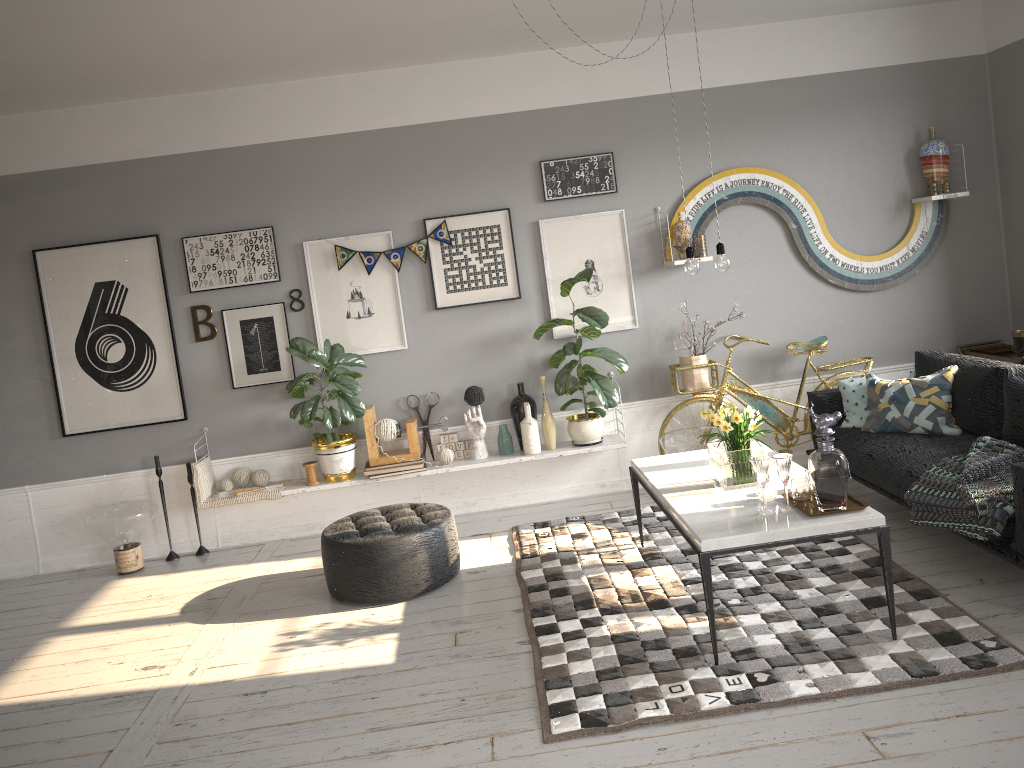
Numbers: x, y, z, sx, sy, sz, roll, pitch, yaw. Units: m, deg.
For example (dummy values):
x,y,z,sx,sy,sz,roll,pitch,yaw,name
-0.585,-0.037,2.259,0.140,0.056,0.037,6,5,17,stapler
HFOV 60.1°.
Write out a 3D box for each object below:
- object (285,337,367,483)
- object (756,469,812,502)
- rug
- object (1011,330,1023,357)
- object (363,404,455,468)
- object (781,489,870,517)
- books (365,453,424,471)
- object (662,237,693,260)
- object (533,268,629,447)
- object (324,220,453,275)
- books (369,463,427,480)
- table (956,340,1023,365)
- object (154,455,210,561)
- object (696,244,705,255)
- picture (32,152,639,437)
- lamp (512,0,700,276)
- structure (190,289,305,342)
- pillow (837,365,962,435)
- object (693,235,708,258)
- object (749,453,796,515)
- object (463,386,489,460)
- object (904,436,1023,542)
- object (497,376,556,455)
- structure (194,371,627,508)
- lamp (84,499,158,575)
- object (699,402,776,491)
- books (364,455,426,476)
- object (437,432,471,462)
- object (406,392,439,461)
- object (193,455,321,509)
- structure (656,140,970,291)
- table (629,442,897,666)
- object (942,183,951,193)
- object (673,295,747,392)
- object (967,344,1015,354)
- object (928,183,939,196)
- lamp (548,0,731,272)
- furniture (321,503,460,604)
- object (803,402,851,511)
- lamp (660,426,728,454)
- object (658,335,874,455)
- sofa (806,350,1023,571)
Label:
x,y,z,sx,sy,sz,roll,pitch,yaw,name
-1.170,0.148,5.682,0.512,0.959,0.547,-9,5,-17,object
1.188,0.437,3.683,0.280,0.087,0.247,-11,8,-24,object
0.920,0.929,4.303,1.770,0.034,2.542,-8,8,-2,rug
3.187,-0.250,5.502,0.141,0.159,0.139,-4,7,36,object
-0.668,0.337,5.781,0.546,0.438,0.240,-8,5,-2,object
1.258,0.474,3.570,0.247,0.015,0.320,-8,8,-2,object
-0.768,0.509,5.792,0.379,0.017,0.230,-8,8,-5,books
1.083,-0.887,5.760,0.196,0.165,0.060,-4,6,31,object
0.455,-0.172,5.775,0.565,1.144,0.419,-4,6,37,object
-0.812,-0.895,5.848,0.914,0.338,0.058,-8,4,-3,object
-0.747,0.554,5.790,0.368,0.021,0.298,-9,8,-8,books
3.265,0.098,5.731,0.339,0.676,0.747,-8,6,-2,table
-2.179,0.789,5.798,0.280,0.697,0.092,-8,4,-10,object
1.253,-0.883,5.862,0.063,0.081,0.062,-10,6,-26,object
-2.724,-0.152,3.788,7.294,1.785,4.064,-8,7,-2,picture
0.186,-1.132,3.651,1.404,1.529,0.074,-11,5,-33,lamp
-1.738,-0.456,5.855,0.739,0.262,0.024,-8,4,-2,structure
2.254,0.081,5.133,0.445,0.360,0.801,-10,7,-20,pillow
1.229,-0.898,5.781,0.086,0.139,0.086,-8,5,-10,object
1.049,0.401,3.543,0.167,0.226,0.083,-7,4,9,object
-0.234,0.251,5.814,0.155,0.481,0.137,-8,4,-3,object
2.107,0.471,3.914,0.491,0.327,0.670,-8,7,-7,object
0.078,0.207,5.812,0.287,0.486,0.331,-12,7,-42,object
-0.648,0.359,5.813,2.776,0.484,0.309,-8,5,-2,structure
-2.469,0.981,5.652,0.431,0.435,0.436,-5,6,20,lamp
1.025,0.273,4.035,0.325,0.349,0.354,-7,6,0,object
-0.762,0.532,5.783,0.384,0.029,0.261,-8,8,-2,books
-0.373,0.412,5.911,0.264,0.172,0.079,-7,5,3,object
-0.572,0.291,5.930,0.221,0.461,0.019,-8,4,-2,object
-1.636,0.591,5.751,0.785,0.305,0.331,-8,6,-2,object
2.011,-1.036,5.877,2.022,0.951,0.268,-8,4,-2,structure
1.056,0.701,4.068,0.732,0.508,1.465,-8,7,-2,table
2.848,-1.286,5.808,0.050,0.058,0.050,-9,6,-12,object
1.303,-0.283,5.797,0.487,0.638,0.255,-6,5,15,object
3.217,-0.231,5.862,0.247,0.015,0.320,-8,8,-2,object
2.780,-1.281,5.839,0.060,0.078,0.060,-9,5,-13,object
0.313,-1.142,3.596,1.404,1.529,0.074,-11,5,-33,lamp
-0.657,0.900,4.810,0.737,0.355,0.738,-9,7,-15,furniture
1.247,0.283,3.493,0.155,0.415,0.149,-6,5,17,object
1.180,0.502,5.655,0.431,0.435,0.436,-4,7,28,lamp
1.762,0.131,5.869,1.629,0.965,0.428,-9,5,-11,object
2.362,0.330,4.528,0.970,0.793,2.355,-8,7,-3,sofa
